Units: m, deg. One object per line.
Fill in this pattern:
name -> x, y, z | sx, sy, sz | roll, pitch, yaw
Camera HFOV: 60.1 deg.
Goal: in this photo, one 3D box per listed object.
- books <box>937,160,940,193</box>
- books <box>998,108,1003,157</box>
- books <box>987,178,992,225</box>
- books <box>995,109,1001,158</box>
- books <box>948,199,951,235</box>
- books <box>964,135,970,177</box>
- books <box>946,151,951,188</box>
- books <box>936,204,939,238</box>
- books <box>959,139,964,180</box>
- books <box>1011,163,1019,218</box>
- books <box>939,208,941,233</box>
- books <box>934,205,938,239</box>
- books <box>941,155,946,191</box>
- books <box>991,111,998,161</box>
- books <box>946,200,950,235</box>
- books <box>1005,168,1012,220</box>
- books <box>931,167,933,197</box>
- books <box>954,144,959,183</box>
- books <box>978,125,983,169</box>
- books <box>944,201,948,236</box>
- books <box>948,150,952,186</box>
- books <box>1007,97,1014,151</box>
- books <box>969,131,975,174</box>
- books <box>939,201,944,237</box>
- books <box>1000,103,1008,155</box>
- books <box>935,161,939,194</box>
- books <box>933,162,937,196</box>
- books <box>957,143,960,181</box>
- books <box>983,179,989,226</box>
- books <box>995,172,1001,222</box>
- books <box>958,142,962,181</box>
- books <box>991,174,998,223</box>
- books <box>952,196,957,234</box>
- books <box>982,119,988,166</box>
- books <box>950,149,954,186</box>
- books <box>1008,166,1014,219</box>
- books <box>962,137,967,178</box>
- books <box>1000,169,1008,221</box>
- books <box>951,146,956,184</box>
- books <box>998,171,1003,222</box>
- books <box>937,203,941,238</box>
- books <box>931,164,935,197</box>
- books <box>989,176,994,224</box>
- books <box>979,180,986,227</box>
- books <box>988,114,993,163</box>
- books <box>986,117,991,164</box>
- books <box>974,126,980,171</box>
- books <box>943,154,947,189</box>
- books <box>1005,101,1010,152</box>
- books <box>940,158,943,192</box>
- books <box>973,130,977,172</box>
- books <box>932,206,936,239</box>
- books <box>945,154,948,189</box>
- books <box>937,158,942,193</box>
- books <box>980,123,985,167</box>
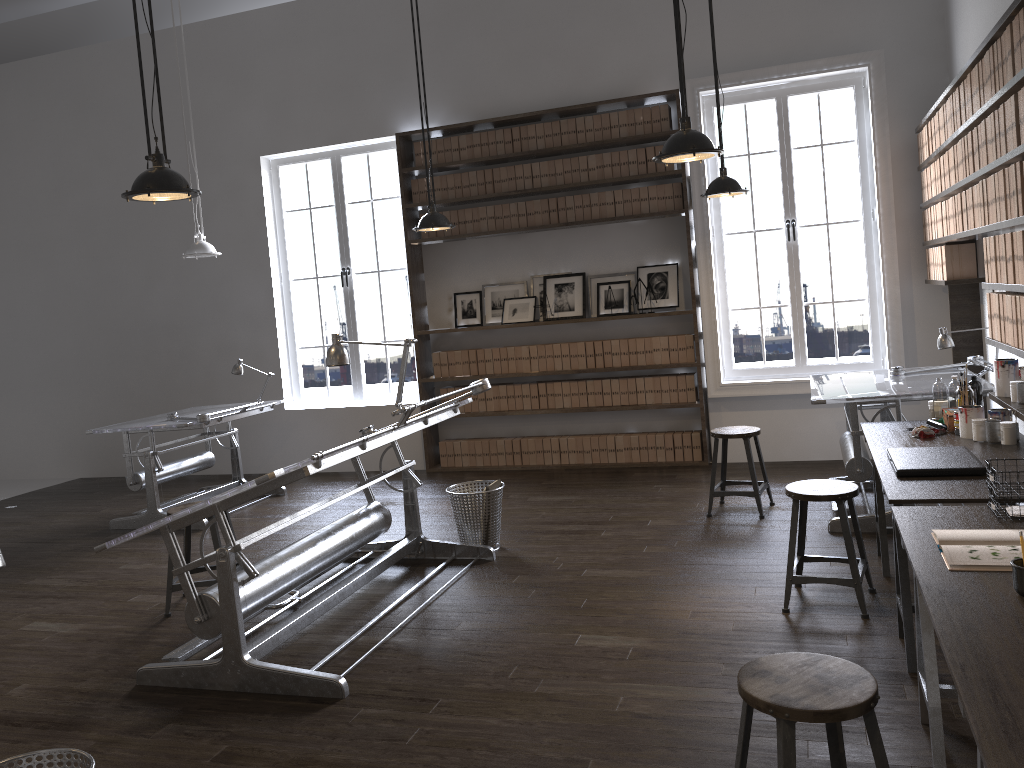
books -> 2.794, -1.316, 5.602 | 0.174, 0.225, 0.067 | -4, 3, 19
books -> 2.200, -1.091, 3.805 | 0.174, 0.225, 0.067 | -4, 3, 19
books -> 2.334, -0.867, 4.152 | 0.174, 0.225, 0.067 | -4, 3, 19
books -> 2.220, -1.099, 3.872 | 0.174, 0.225, 0.067 | -4, 3, 19
books -> 2.709, -1.001, 5.285 | 0.174, 0.225, 0.067 | -4, 3, 19
books -> 2.463, -1.191, 4.609 | 0.174, 0.225, 0.067 | -4, 3, 19
books -> 2.653, -1.264, 5.197 | 0.174, 0.225, 0.067 | -4, 3, 19
books -> 2.871, -1.070, 5.776 | 0.174, 0.225, 0.067 | -4, 3, 19
books -> 2.501, -1.207, 4.739 | 0.174, 0.225, 0.067 | -4, 3, 19
books -> 2.157, -0.801, 3.631 | 0.174, 0.225, 0.067 | -4, 3, 19
books -> 2.823, -1.053, 5.640 | 0.174, 0.225, 0.067 | -4, 3, 19
books -> 2.889, -1.078, 5.843 | 0.174, 0.225, 0.067 | -4, 3, 19
books -> 2.720, -1.289, 5.395 | 0.174, 0.225, 0.067 | -4, 3, 19
books -> 2.238, -1.107, 3.940 | 0.174, 0.225, 0.067 | -4, 3, 19
books -> 2.729, -1.010, 5.351 | 0.174, 0.225, 0.067 | -4, 3, 19
books -> 2.205, -0.818, 3.764 | 0.174, 0.225, 0.067 | -4, 3, 19
books -> 2.876, -1.348, 5.862 | 0.174, 0.225, 0.067 | -4, 3, 19
books -> 2.573, -1.232, 4.938 | 0.174, 0.225, 0.067 | -4, 3, 19
books -> 2.350, -1.148, 4.261 | 0.174, 0.225, 0.067 | -4, 3, 19
books -> 2.747, -1.018, 5.419 | 0.174, 0.225, 0.067 | -4, 3, 19
books -> 2.637, -1.257, 5.133 | 0.174, 0.225, 0.067 | -4, 3, 19
books -> 2.134, -1.067, 3.618 | 0.174, 0.225, 0.067 | -4, 3, 19
books -> 2.413, -1.173, 4.468 | 0.174, 0.225, 0.067 | -4, 3, 19
books -> 2.799, -1.045, 5.581 | 0.174, 0.225, 0.067 | -4, 3, 19
books -> 2.172, -1.082, 3.741 | 0.174, 0.225, 0.067 | -4, 3, 19
books -> 2.812, -1.323, 5.665 | 0.174, 0.225, 0.067 | -4, 3, 19
books -> 2.827, -1.331, 5.726 | 0.174, 0.225, 0.067 | -4, 3, 19
books -> 2.552, -1.224, 4.871 | 0.174, 0.225, 0.067 | -4, 3, 19
books -> 2.352, -0.875, 4.219 | 0.174, 0.225, 0.067 | -4, 3, 19
books -> 2.264, -0.841, 3.952 | 0.174, 0.225, 0.067 | -4, 3, 19
books -> 2.527, -1.216, 4.806 | 0.174, 0.225, 0.067 | -4, 3, 19
books -> 2.285, -0.850, 4.021 | 0.174, 0.225, 0.067 | -4, 3, 19
books -> 2.635, -0.976, 5.084 | 0.174, 0.225, 0.067 | -4, 3, 19
books -> 2.301, -1.131, 4.132 | 0.174, 0.225, 0.067 | -4, 3, 19
books -> 2.615, -1.249, 5.074 | 0.174, 0.225, 0.067 | -4, 3, 19
books -> 2.183, -0.809, 3.697 | 0.174, 0.225, 0.067 | -4, 3, 19
books -> 2.478, -1.198, 4.670 | 0.174, 0.225, 0.067 | -4, 3, 19
books -> 2.220, -0.825, 3.830 | 0.174, 0.225, 0.067 | -4, 3, 19
books -> 2.591, -1.241, 5.005 | 0.174, 0.225, 0.067 | -4, 3, 19
books -> 2.246, -0.834, 3.892 | 0.174, 0.225, 0.067 | -4, 3, 19
books -> 2.847, -1.062, 5.710 | 0.174, 0.225, 0.067 | -4, 3, 19
books -> 2.850, -1.339, 5.795 | 0.174, 0.225, 0.067 | -4, 3, 19
books -> 2.311, -0.858, 4.087 | 0.174, 0.225, 0.067 | -4, 3, 19
books -> 2.372, -0.883, 4.289 | 0.174, 0.225, 0.067 | -4, 3, 19
books -> 2.263, -1.116, 4.008 | 0.174, 0.225, 0.067 | -4, 3, 19
books -> 2.284, -1.123, 4.067 | 0.174, 0.225, 0.067 | -4, 3, 19
books -> 2.368, -1.156, 4.329 | 0.174, 0.225, 0.067 | -4, 3, 19
books -> 2.702, -1.281, 5.327 | 0.174, 0.225, 0.067 | -4, 3, 19
books -> 2.155, -1.074, 3.677 | 0.174, 0.225, 0.067 | -4, 3, 19
books -> 2.747, -1.298, 5.461 | 0.174, 0.225, 0.067 | -4, 3, 19
books -> 2.395, -1.164, 4.395 | 0.174, 0.225, 0.067 | -4, 3, 19
books -> 2.909, -1.087, 5.913 | 0.174, 0.225, 0.067 | -4, 3, 19
books -> 2.680, -1.273, 5.259 | 0.174, 0.225, 0.067 | -4, 3, 19
books -> 2.765, -1.307, 5.534 | 0.174, 0.225, 0.067 | -4, 3, 19
books -> 2.327, -1.139, 4.193 | 0.174, 0.225, 0.067 | -4, 3, 19
